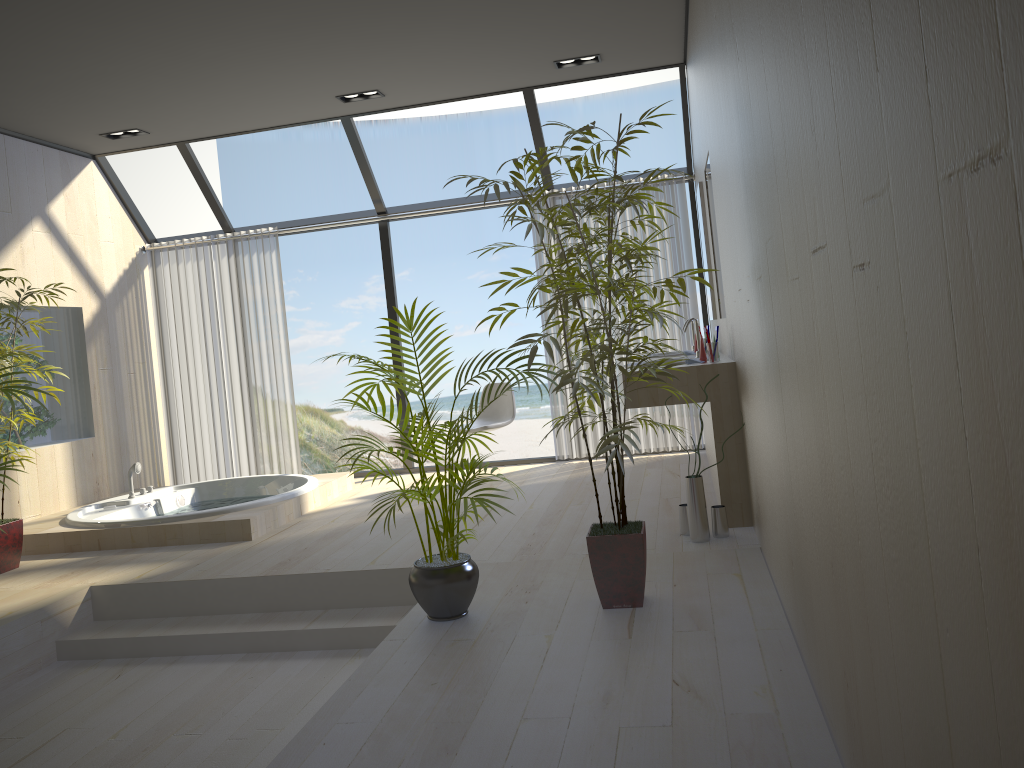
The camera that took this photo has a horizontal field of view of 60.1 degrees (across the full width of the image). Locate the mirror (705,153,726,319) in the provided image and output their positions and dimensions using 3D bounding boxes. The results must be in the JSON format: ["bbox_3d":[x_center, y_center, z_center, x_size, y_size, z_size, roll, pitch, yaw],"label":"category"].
[{"bbox_3d":[1.120,-0.788,4.826,0.023,0.869,0.654,-6,1,11],"label":"mirror"}]

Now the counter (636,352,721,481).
[{"bbox_3d":[1.164,0.191,5.966,0.550,0.791,1.207,-6,2,11],"label":"counter"}]

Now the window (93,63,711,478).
[{"bbox_3d":[-0.839,-0.679,6.833,4.555,2.815,0.745,-6,0,10],"label":"window"}]

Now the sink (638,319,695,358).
[{"bbox_3d":[1.069,-0.214,5.946,0.503,0.419,0.575,-6,2,14],"label":"sink"}]

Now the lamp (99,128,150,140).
[{"bbox_3d":[-2.802,-1.855,6.391,0.300,0.112,0.164,-5,2,11],"label":"lamp"}]

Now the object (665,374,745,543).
[{"bbox_3d":[0.926,0.328,4.033,0.407,0.749,0.274,-6,0,-2],"label":"object"}]

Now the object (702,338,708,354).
[{"bbox_3d":[1.195,-0.233,5.484,0.058,0.100,0.058,-6,0,17],"label":"object"}]

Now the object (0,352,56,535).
[{"bbox_3d":[-2.438,0.381,3.750,1.065,1.346,0.873,-6,0,-1],"label":"object"}]

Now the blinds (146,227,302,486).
[{"bbox_3d":[-2.369,-0.200,7.315,1.181,2.071,0.084,-6,-1,10],"label":"blinds"}]

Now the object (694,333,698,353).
[{"bbox_3d":[1.163,-0.252,5.580,0.039,0.135,0.039,-6,0,-31],"label":"object"}]

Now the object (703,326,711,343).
[{"bbox_3d":[0.950,-0.190,4.279,0.050,0.178,0.012,-6,-1,-40],"label":"object"}]

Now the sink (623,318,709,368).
[{"bbox_3d":[0.850,-0.133,4.759,0.503,0.419,0.575,-6,2,14],"label":"sink"}]

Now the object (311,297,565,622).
[{"bbox_3d":[-0.336,0.275,3.273,0.913,1.157,0.753,-5,1,44],"label":"object"}]

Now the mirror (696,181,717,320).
[{"bbox_3d":[1.281,-0.855,5.850,0.023,0.869,0.654,-6,1,11],"label":"mirror"}]

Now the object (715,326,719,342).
[{"bbox_3d":[0.985,-0.193,4.289,0.053,0.175,0.012,-6,-1,36],"label":"object"}]

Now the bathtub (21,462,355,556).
[{"bbox_3d":[-2.226,0.868,6.016,1.819,0.698,1.650,-5,2,11],"label":"bathtub"}]

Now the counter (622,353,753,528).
[{"bbox_3d":[0.945,0.273,4.780,0.550,0.791,1.207,-6,2,11],"label":"counter"}]

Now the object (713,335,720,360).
[{"bbox_3d":[1.026,-0.183,4.473,0.039,0.135,0.038,-6,0,-38],"label":"object"}]

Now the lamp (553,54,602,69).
[{"bbox_3d":[0.424,-2.160,5.794,0.300,0.112,0.164,-5,2,11],"label":"lamp"}]

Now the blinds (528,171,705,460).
[{"bbox_3d":[0.815,-0.501,6.726,1.181,2.071,0.084,-6,-1,10],"label":"blinds"}]

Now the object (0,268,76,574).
[{"bbox_3d":[-2.999,0.180,4.951,0.784,1.757,0.938,-6,0,36],"label":"object"}]

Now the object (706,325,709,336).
[{"bbox_3d":[1.204,-0.274,5.475,0.053,0.175,0.012,-6,-1,36],"label":"object"}]

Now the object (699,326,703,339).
[{"bbox_3d":[1.168,-0.272,5.465,0.050,0.178,0.012,-6,-1,-40],"label":"object"}]

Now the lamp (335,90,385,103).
[{"bbox_3d":[-1.044,-2.021,6.066,0.300,0.112,0.164,-5,2,11],"label":"lamp"}]

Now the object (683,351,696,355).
[{"bbox_3d":[1.113,-0.194,5.522,0.033,0.029,0.104,-7,3,-39],"label":"object"}]

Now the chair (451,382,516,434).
[{"bbox_3d":[-0.204,0.182,6.563,0.368,0.347,0.456,-5,2,39],"label":"chair"}]

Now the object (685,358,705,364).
[{"bbox_3d":[0.894,-0.113,4.335,0.033,0.029,0.104,-7,3,-39],"label":"object"}]

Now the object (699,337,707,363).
[{"bbox_3d":[0.945,-0.170,4.394,0.039,0.135,0.038,-6,0,-38],"label":"object"}]

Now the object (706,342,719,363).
[{"bbox_3d":[0.977,-0.151,4.298,0.058,0.100,0.059,-6,0,21],"label":"object"}]

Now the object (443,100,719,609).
[{"bbox_3d":[0.373,-0.083,3.181,0.784,1.757,0.938,-6,0,36],"label":"object"}]

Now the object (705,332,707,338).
[{"bbox_3d":[1.245,-0.264,5.659,0.039,0.135,0.039,-6,0,-31],"label":"object"}]
